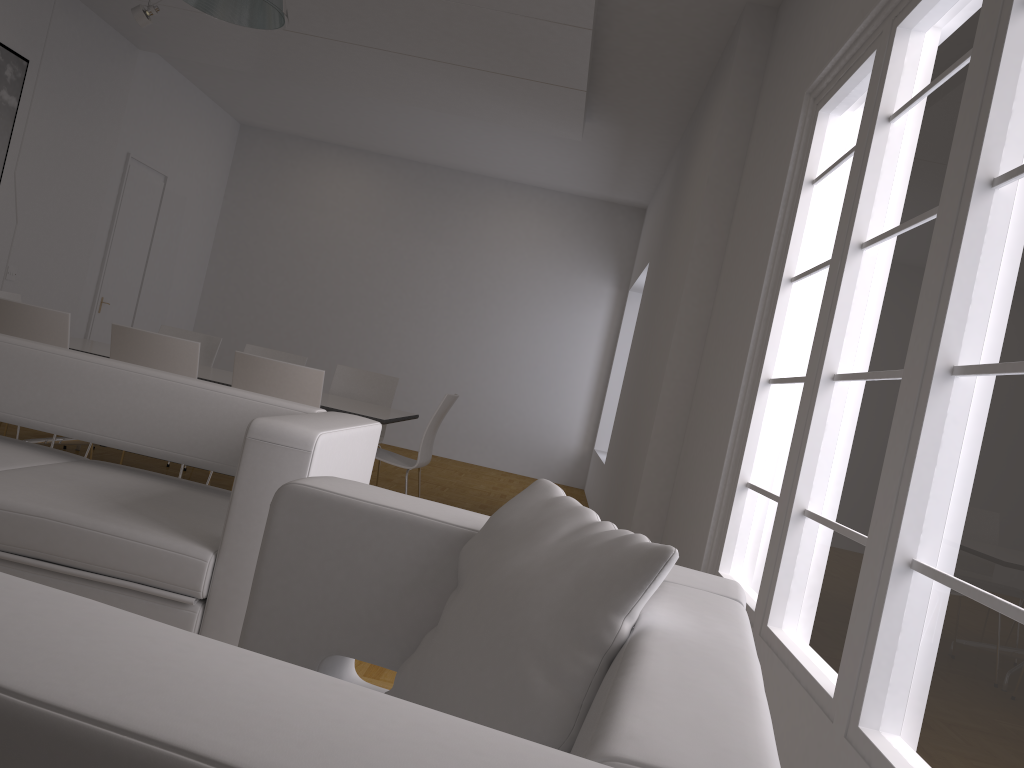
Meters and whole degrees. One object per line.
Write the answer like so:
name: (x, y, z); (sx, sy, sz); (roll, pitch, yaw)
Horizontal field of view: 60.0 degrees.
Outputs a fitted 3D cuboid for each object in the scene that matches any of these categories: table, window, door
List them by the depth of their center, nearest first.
window: (0.934, 0.010, 1.937); (0.195, 2.529, 3.348); (13, 0, 3)
table: (-1.920, 0.293, 5.543); (2.411, 0.722, 1.210); (13, 0, 3)
door: (-4.005, -1.064, 9.092); (0.132, 2.454, 0.871); (13, -1, 3)

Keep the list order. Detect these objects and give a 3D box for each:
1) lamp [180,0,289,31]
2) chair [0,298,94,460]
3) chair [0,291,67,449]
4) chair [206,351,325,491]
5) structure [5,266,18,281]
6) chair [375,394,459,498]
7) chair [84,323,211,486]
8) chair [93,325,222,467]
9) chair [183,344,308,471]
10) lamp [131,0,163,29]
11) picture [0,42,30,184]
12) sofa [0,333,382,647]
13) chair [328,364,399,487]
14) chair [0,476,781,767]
lamp: (-0.954, -2.068, 3.417); (0.464, 1.250, 0.464); (13, -1, 2)
chair: (-2.592, 0.041, 4.805); (0.561, 0.931, 0.575); (13, -1, 3)
chair: (-3.130, -0.088, 5.599); (0.575, 0.931, 0.560); (13, -1, 3)
chair: (-1.265, 0.338, 4.728); (0.561, 0.931, 0.575); (13, -1, 3)
structure: (-3.987, -0.879, 7.065); (0.013, 0.104, 0.114); (13, 0, 3)
chair: (-0.708, 0.462, 5.459); (0.575, 0.931, 0.560); (13, -1, 3)
chair: (-1.908, 0.194, 4.765); (0.561, 0.931, 0.575); (13, -1, 3)
chair: (-2.500, 0.060, 6.359); (0.561, 0.931, 0.575); (13, -1, 3)
chair: (-1.856, 0.204, 6.321); (0.561, 0.931, 0.575); (13, -1, 3)
lamp: (-2.605, -2.714, 6.308); (0.167, 0.364, 0.174); (14, -1, -44)
picture: (-3.863, -1.583, 6.301); (0.016, 1.781, 0.786); (13, -1, 3)
sofa: (-1.816, 0.244, 2.618); (2.623, 0.849, 0.822); (13, -1, 3)
chair: (-1.172, 0.357, 6.282); (0.561, 0.931, 0.575); (13, -1, 3)
chair: (-0.187, 0.564, 1.018); (0.802, 0.912, 1.095); (12, 0, 13)
